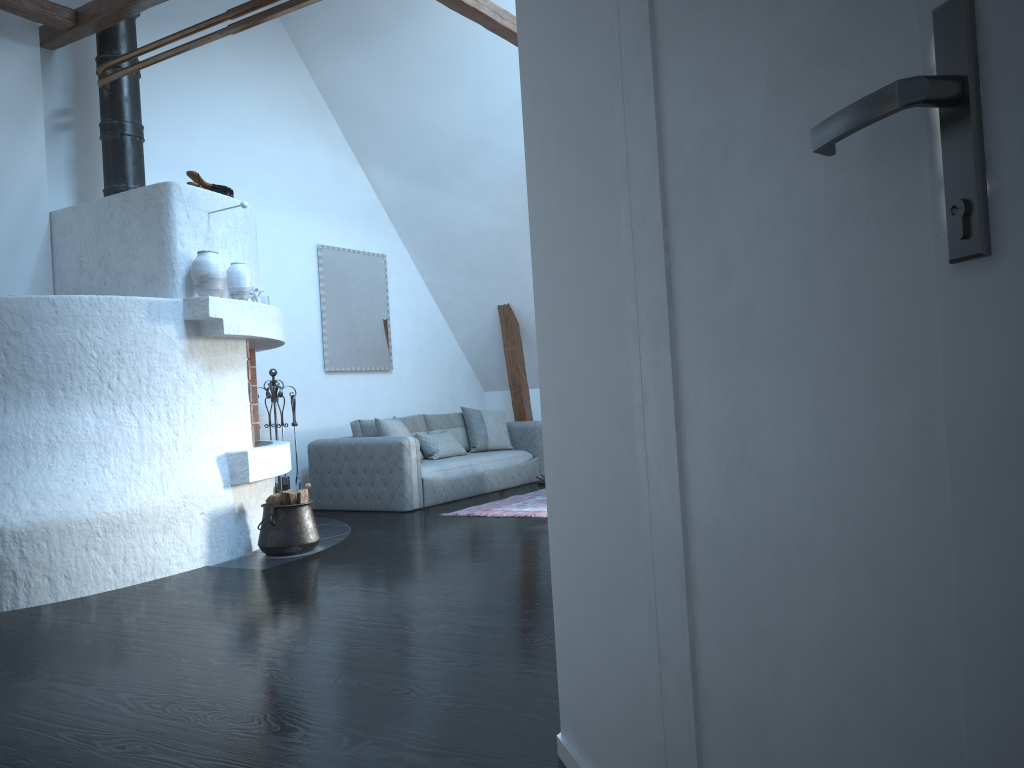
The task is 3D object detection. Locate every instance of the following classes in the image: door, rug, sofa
[{"bbox_3d":[0.325,-0.149,1.071,0.170,2.074,0.974,-3,-1,-12],"label":"door"},{"bbox_3d":[0.748,0.938,7.568,1.512,0.029,2.647,-4,-1,32],"label":"rug"},{"bbox_3d":[-0.700,0.664,8.486,1.107,0.770,2.458,-4,-1,32],"label":"sofa"}]

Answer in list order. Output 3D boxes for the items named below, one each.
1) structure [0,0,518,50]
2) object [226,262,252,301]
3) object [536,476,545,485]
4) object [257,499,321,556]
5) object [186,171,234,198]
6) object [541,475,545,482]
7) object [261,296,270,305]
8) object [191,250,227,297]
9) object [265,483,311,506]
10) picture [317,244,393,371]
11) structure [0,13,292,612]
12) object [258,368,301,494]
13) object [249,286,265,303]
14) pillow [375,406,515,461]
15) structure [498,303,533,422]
[{"bbox_3d":[1.125,-2.899,3.293,15.910,3.562,10.230,-4,-1,37],"label":"structure"},{"bbox_3d":[-1.730,-0.631,5.623,0.158,0.274,0.158,-3,-1,-19],"label":"object"},{"bbox_3d":[0.365,0.936,8.672,0.277,0.090,0.101,-4,-1,20],"label":"object"},{"bbox_3d":[-1.410,0.905,5.599,0.384,0.313,0.384,-3,-1,-32],"label":"object"},{"bbox_3d":[-1.995,-1.265,5.874,0.311,0.094,0.783,-4,-1,17],"label":"object"},{"bbox_3d":[0.419,0.935,8.824,0.277,0.090,0.101,-3,-1,-12],"label":"object"},{"bbox_3d":[-1.931,-0.590,6.894,0.092,0.180,0.092,-3,-1,-30],"label":"object"},{"bbox_3d":[-1.839,-0.646,5.384,0.203,0.314,0.203,-4,-1,16],"label":"object"},{"bbox_3d":[-1.407,0.822,5.579,0.270,0.370,0.240,-4,-1,31],"label":"object"},{"bbox_3d":[-1.519,-0.724,8.688,0.025,1.185,0.965,-4,-1,32],"label":"picture"},{"bbox_3d":[-3.104,-1.176,6.030,3.049,4.752,3.058,-4,-1,40],"label":"structure"},{"bbox_3d":[-1.938,0.492,7.319,0.376,1.245,0.376,-4,-1,12],"label":"object"},{"bbox_3d":[-1.690,-0.585,5.804,0.064,0.114,0.161,-4,-1,34],"label":"object"},{"bbox_3d":[-0.618,0.481,8.454,0.444,0.515,2.075,-4,-1,32],"label":"pillow"},{"bbox_3d":[5.383,-0.324,6.698,12.350,1.963,1.023,-4,-1,32],"label":"structure"}]
